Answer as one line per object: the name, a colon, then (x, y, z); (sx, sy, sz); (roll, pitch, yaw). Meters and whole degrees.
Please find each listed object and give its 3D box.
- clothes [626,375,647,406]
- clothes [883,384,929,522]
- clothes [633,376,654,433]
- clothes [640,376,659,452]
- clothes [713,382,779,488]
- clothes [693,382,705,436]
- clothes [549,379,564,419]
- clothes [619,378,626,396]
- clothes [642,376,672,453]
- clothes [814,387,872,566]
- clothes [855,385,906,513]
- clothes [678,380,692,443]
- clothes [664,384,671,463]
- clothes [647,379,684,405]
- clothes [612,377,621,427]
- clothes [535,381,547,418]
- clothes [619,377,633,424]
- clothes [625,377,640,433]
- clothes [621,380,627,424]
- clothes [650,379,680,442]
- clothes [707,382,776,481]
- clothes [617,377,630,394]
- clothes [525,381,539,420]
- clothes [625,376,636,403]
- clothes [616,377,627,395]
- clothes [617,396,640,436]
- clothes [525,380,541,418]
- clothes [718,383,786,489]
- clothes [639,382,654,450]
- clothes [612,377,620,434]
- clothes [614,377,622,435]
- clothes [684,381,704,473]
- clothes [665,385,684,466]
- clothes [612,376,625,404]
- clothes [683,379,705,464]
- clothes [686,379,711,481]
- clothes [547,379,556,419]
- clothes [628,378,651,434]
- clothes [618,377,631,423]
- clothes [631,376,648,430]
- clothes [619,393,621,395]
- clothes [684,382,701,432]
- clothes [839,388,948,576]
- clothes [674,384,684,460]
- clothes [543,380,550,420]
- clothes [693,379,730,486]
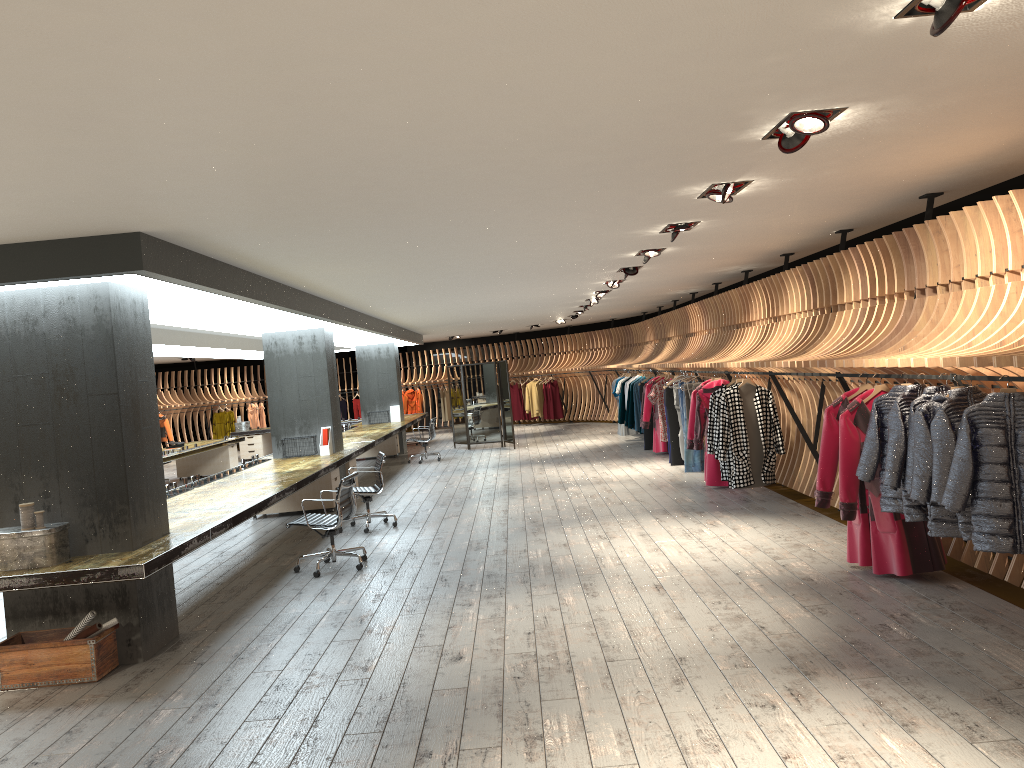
clothes: (2.588, 0.373, 17.634); (0.733, 1.106, 0.165); (-5, 0, 0)
clothes: (2.550, 0.426, 5.502); (0.501, 0.854, 0.245); (-5, 0, -16)
clothes: (2.631, 0.377, 16.630); (0.714, 1.088, 0.257); (-5, 0, 6)
clothes: (2.626, 0.509, 15.398); (0.840, 1.312, 0.321); (-5, 0, -1)
clothes: (2.624, 0.554, 9.912); (0.773, 1.160, 0.191); (-5, 0, 0)
clothes: (2.696, 0.352, 12.244); (0.336, 0.776, 0.255); (-5, 0, 15)
clothes: (1.216, 0.426, 24.878); (0.444, 1.129, 0.126); (-5, 0, -28)
clothes: (2.646, 0.305, 19.014); (0.743, 0.960, 0.167); (-5, 0, -6)
clothes: (2.625, 0.514, 15.108); (0.839, 1.312, 0.321); (-5, 0, 9)
clothes: (2.625, 0.674, 6.447); (0.839, 1.312, 0.321); (-5, 0, 29)
clothes: (2.579, 0.432, 5.782); (0.745, 0.854, 0.166); (-5, 0, 45)
clothes: (2.620, 0.694, 12.999); (0.277, 1.543, 0.316); (-5, 0, -1)
clothes: (2.628, 0.665, 13.763); (0.539, 1.353, 0.087); (-5, 0, 40)
clothes: (2.607, 0.416, 14.489); (0.760, 1.020, 0.188); (-5, 0, 1)
clothes: (2.632, 0.541, 19.934); (0.677, 1.434, 0.203); (-5, 0, -10)
clothes: (0.902, 0.408, 25.231); (0.151, 1.053, 0.778); (-5, 0, 41)
clothes: (2.621, 0.380, 18.241); (0.913, 1.081, 0.238); (-5, 0, 5)
clothes: (2.621, 0.395, 17.300); (0.913, 1.081, 0.238); (-5, 0, 5)
clothes: (2.628, 0.378, 18.328); (0.913, 1.081, 0.238); (-5, 0, 0)
clothes: (2.592, 0.419, 14.266); (0.760, 1.030, 0.179); (-5, 0, -14)
clothes: (2.610, 0.550, 10.204); (0.772, 1.160, 0.191); (-5, 0, 20)
clothes: (2.584, 0.302, 18.609); (0.734, 0.937, 0.164); (-5, 0, 4)
clothes: (0.530, 0.477, 25.604); (0.444, 1.129, 0.126); (-5, 0, -38)
clothes: (2.645, 0.364, 17.824); (0.733, 1.106, 0.165); (-5, 0, 5)
clothes: (2.613, 0.293, 19.065); (0.743, 0.931, 0.158); (-5, 0, 4)
clothes: (2.629, 0.547, 19.658); (0.677, 1.434, 0.203); (-5, 0, -15)
clothes: (0.746, 0.419, 25.387); (0.777, 1.053, 0.151); (-5, 0, 0)
clothes: (2.611, 0.559, 9.688); (0.773, 1.160, 0.191); (-5, 0, -10)
clothes: (2.626, 0.621, 16.156); (0.539, 1.353, 0.087); (-5, 0, 5)
clothes: (2.630, 0.539, 20.075); (0.677, 1.434, 0.204); (-5, 0, 15)
clothes: (2.630, 0.544, 19.793); (0.677, 1.434, 0.204); (-5, 0, 15)
clothes: (2.602, 0.708, 12.706); (0.373, 1.536, 0.312); (-5, 0, 11)
clothes: (2.645, 0.667, 13.560); (0.539, 1.353, 0.087); (-5, 0, 0)
clothes: (2.558, 0.311, 19.209); (0.737, 0.971, 0.167); (-5, 0, 9)
clothes: (2.647, 0.581, 12.852); (0.277, 1.292, 0.316); (-5, 0, -36)
clothes: (2.625, 0.589, 11.259); (0.839, 1.312, 0.321); (-5, 0, 19)
clothes: (1.168, 0.429, 24.957); (0.444, 1.129, 0.127); (-5, 0, -3)
clothes: (2.628, 0.400, 16.945); (0.913, 1.081, 0.238); (-5, 0, 0)
clothes: (2.621, 0.377, 18.451); (0.913, 1.081, 0.238); (-5, 0, 0)
clothes: (2.631, 0.369, 17.069); (0.715, 1.088, 0.257); (-5, 0, -4)
clothes: (2.601, 0.313, 18.795); (0.743, 0.950, 0.167); (-5, 0, -16)
clothes: (2.574, 0.366, 12.418); (0.278, 0.767, 0.263); (-5, 0, 7)
clothes: (2.696, 0.677, 6.169); (0.840, 1.317, 0.318); (-5, 0, 7)
clothes: (2.588, 0.562, 13.249); (0.278, 1.141, 0.172); (-5, 0, 7)
clothes: (1.054, 0.438, 25.082); (0.444, 1.129, 0.126); (-5, 0, -28)
clothes: (2.627, 0.594, 10.971); (0.839, 1.312, 0.321); (-5, 0, 29)
